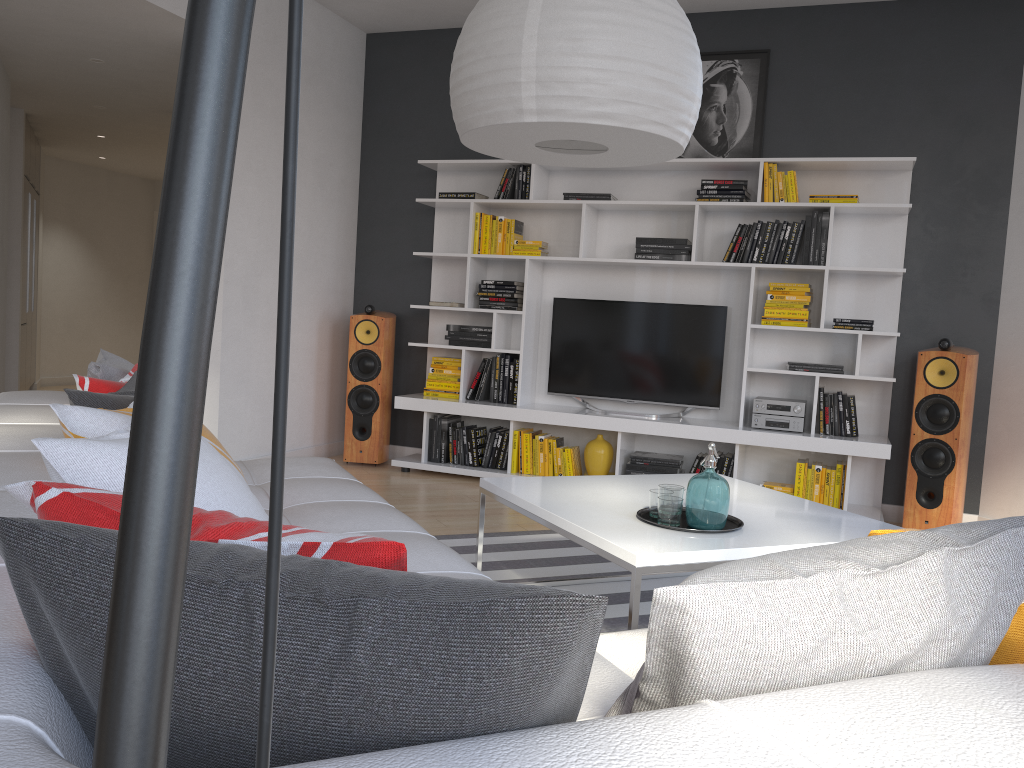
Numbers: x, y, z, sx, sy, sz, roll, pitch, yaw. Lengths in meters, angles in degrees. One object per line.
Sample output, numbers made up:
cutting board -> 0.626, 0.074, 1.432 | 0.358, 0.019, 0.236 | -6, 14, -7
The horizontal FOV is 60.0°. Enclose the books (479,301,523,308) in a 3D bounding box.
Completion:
books -> -0.057, -0.521, 5.808 | 0.270, 0.025, 0.189 | 5, 4, 19

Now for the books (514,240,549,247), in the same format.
books -> 0.126, -0.907, 5.736 | 0.186, 0.026, 0.138 | 5, 4, 20

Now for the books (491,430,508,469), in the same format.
books -> -0.067, 0.425, 5.769 | 0.071, 0.243, 0.179 | 5, 4, 19

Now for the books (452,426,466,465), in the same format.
books -> -0.340, 0.404, 5.874 | 0.053, 0.240, 0.189 | 5, 4, 21

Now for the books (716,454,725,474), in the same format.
books -> 1.229, 0.541, 5.287 | 0.068, 0.243, 0.179 | 5, 4, 19

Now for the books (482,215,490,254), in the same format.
books -> -0.135, -0.968, 5.834 | 0.044, 0.255, 0.198 | 5, 4, 20

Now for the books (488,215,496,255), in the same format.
books -> -0.105, -0.968, 5.825 | 0.015, 0.263, 0.199 | 5, 4, 20

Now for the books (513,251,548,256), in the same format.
books -> 0.119, -0.834, 5.729 | 0.190, 0.033, 0.147 | 5, 4, 20

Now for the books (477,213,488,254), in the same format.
books -> -0.169, -0.978, 5.841 | 0.025, 0.270, 0.213 | 5, 4, 20

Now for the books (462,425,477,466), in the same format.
books -> -0.270, 0.403, 5.845 | 0.066, 0.255, 0.193 | 5, 4, 20

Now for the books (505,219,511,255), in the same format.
books -> 0.004, -0.945, 5.778 | 0.024, 0.234, 0.172 | 5, 4, 20

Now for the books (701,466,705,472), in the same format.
books -> 1.147, 0.538, 5.309 | 0.081, 0.233, 0.169 | 5, 4, 19

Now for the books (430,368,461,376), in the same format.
books -> -0.403, -0.085, 6.001 | 0.250, 0.035, 0.185 | 5, 4, 23

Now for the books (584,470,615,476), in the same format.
books -> 0.551, 0.585, 5.560 | 0.204, 0.029, 0.270 | 4, 4, 5

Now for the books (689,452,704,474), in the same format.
books -> 1.090, 0.532, 5.340 | 0.104, 0.234, 0.182 | 5, 4, 20

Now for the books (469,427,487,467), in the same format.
books -> -0.211, 0.410, 5.819 | 0.083, 0.249, 0.191 | 5, 4, 20

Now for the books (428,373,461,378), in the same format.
books -> -0.414, -0.059, 6.009 | 0.251, 0.019, 0.180 | 5, 4, 20

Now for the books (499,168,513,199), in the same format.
books -> -0.012, -1.285, 5.770 | 0.087, 0.214, 0.171 | 5, 4, 21

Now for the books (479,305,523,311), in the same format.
books -> -0.060, -0.496, 5.808 | 0.263, 0.026, 0.189 | 5, 4, 19

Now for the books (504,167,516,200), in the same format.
books -> 0.010, -1.283, 5.748 | 0.074, 0.212, 0.154 | 5, 4, 19

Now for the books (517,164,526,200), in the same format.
books -> 0.081, -1.286, 5.728 | 0.025, 0.232, 0.176 | 5, 4, 20

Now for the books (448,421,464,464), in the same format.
books -> -0.367, 0.386, 5.888 | 0.053, 0.268, 0.202 | 5, 4, 20

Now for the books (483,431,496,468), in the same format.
books -> -0.119, 0.424, 5.776 | 0.069, 0.242, 0.172 | 5, 4, 21

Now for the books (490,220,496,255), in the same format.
books -> -0.097, -0.948, 5.800 | 0.024, 0.229, 0.156 | 5, 4, 20

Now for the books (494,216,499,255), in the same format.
books -> -0.070, -0.960, 5.809 | 0.019, 0.251, 0.180 | 5, 4, 20

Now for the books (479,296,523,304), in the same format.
books -> -0.055, -0.550, 5.825 | 0.266, 0.030, 0.209 | 5, 4, 19

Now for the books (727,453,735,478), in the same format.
books -> 1.298, 0.537, 5.266 | 0.066, 0.260, 0.197 | 5, 4, 20

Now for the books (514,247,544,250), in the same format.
books -> 0.112, -0.870, 5.714 | 0.169, 0.018, 0.113 | 5, 4, 22

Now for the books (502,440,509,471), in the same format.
books -> 0.005, 0.423, 5.756 | 0.066, 0.260, 0.197 | 5, 4, 20

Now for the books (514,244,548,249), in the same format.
books -> 0.124, -0.886, 5.725 | 0.187, 0.014, 0.134 | 5, 4, 20

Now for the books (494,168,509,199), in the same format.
books -> -0.044, -1.288, 5.775 | 0.096, 0.213, 0.166 | 5, 4, 19

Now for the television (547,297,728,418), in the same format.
television -> 0.767, -0.164, 5.571 | 1.102, 0.704, 0.207 | 5, 4, 20

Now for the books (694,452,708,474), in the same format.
books -> 1.123, 0.535, 5.333 | 0.096, 0.234, 0.187 | 5, 4, 21

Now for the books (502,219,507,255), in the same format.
books -> -0.018, -0.950, 5.790 | 0.023, 0.239, 0.169 | 5, 4, 20

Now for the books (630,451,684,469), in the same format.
books -> 0.892, 0.465, 5.466 | 0.310, 0.047, 0.250 | 5, 4, 16

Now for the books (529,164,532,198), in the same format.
books -> 0.154, -1.279, 5.689 | 0.019, 0.230, 0.174 | 5, 4, 20

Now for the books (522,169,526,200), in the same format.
books -> 0.101, -1.269, 5.716 | 0.021, 0.200, 0.147 | 5, 4, 20

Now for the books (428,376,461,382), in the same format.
books -> -0.433, -0.039, 5.998 | 0.228, 0.024, 0.152 | 5, 5, 24

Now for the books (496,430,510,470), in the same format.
books -> -0.027, 0.424, 5.767 | 0.084, 0.249, 0.191 | 5, 4, 20

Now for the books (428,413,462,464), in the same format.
books -> -0.448, 0.356, 5.922 | 0.128, 0.321, 0.259 | 5, 4, 20

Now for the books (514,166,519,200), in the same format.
books -> 0.056, -1.281, 5.732 | 0.021, 0.221, 0.156 | 5, 4, 20

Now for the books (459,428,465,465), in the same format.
books -> -0.301, 0.406, 5.845 | 0.050, 0.242, 0.169 | 5, 4, 20

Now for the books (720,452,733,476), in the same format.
books -> 1.266, 0.539, 5.278 | 0.084, 0.249, 0.191 | 5, 4, 20

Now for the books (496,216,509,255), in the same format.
books -> -0.045, -0.958, 5.798 | 0.035, 0.250, 0.185 | 5, 4, 20

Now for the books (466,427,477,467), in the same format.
books -> -0.245, 0.411, 5.828 | 0.066, 0.242, 0.177 | 5, 4, 20

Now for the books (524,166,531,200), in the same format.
books -> 0.130, -1.275, 5.706 | 0.038, 0.218, 0.169 | 5, 4, 20

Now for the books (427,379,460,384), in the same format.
books -> -0.418, -0.021, 6.015 | 0.263, 0.015, 0.198 | 5, 4, 23

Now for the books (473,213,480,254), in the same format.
books -> -0.197, -0.980, 5.842 | 0.029, 0.270, 0.204 | 5, 4, 20

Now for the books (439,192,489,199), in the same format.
books -> -0.317, -1.229, 5.865 | 0.268, 0.046, 0.208 | 5, 4, 24

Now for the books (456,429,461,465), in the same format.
books -> -0.320, 0.407, 5.860 | 0.049, 0.236, 0.170 | 5, 4, 21

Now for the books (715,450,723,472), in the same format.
books -> 1.207, 0.532, 5.301 | 0.075, 0.254, 0.192 | 5, 4, 19

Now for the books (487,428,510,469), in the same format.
books -> -0.086, 0.417, 5.790 | 0.075, 0.254, 0.192 | 5, 4, 19

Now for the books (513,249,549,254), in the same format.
books -> 0.123, -0.857, 5.731 | 0.196, 0.011, 0.148 | 5, 4, 20

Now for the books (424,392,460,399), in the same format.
books -> -0.429, 0.072, 5.994 | 0.270, 0.029, 0.204 | 5, 5, 25

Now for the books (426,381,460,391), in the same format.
books -> -0.422, 0.010, 6.003 | 0.255, 0.044, 0.198 | 5, 4, 20

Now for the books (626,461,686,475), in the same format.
books -> 0.885, 0.559, 5.450 | 0.343, 0.137, 0.277 | 5, 4, 15

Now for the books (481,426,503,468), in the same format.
books -> -0.128, 0.410, 5.809 | 0.066, 0.260, 0.197 | 5, 4, 20

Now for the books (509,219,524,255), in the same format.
books -> 0.029, -0.943, 5.773 | 0.024, 0.234, 0.172 | 5, 4, 20
